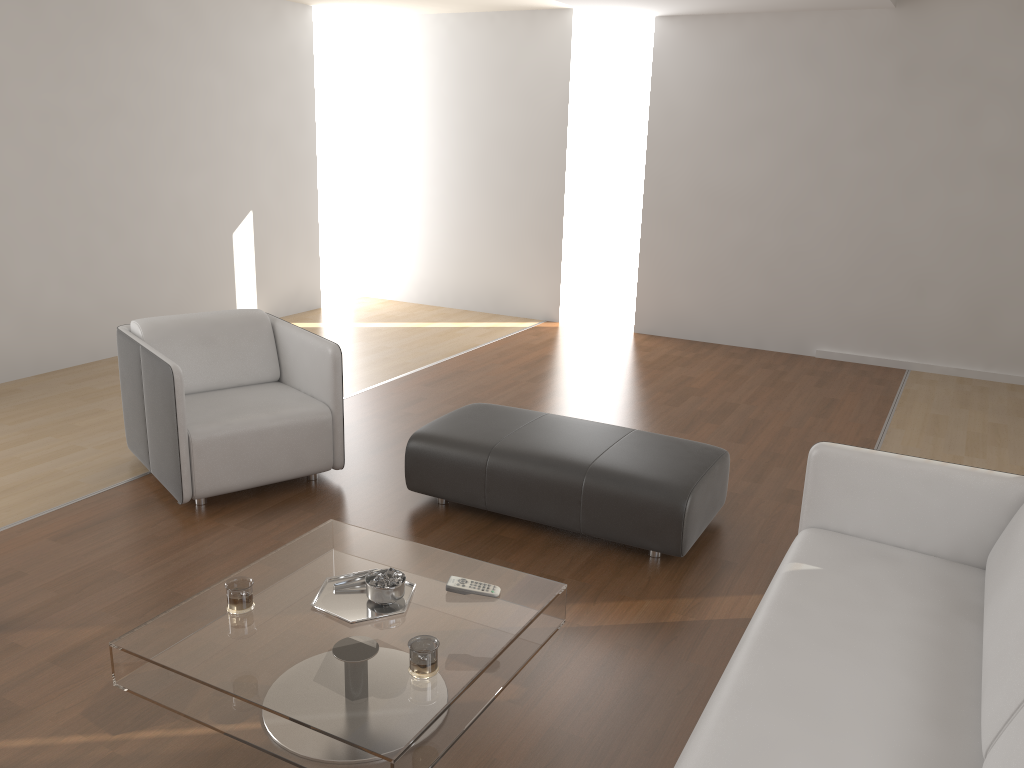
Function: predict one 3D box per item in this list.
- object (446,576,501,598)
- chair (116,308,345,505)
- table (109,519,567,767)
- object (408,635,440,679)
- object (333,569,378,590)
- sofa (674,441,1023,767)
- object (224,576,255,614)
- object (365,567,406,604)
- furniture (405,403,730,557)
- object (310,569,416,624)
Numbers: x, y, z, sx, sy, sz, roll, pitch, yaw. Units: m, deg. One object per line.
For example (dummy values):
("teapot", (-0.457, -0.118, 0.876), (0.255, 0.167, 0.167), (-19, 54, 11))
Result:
("object", (-0.113, 0.599, 2.613), (0.158, 0.029, 0.064), (4, 16, 8))
("chair", (-1.349, 0.046, 4.209), (0.767, 0.661, 0.919), (-10, 20, -36))
("table", (-0.445, 0.782, 2.532), (0.900, 0.300, 0.900), (10, 18, 26))
("object", (-0.221, 0.682, 2.217), (0.079, 0.077, 0.079), (6, 16, 15))
("object", (-0.455, 0.580, 2.623), (0.147, 0.035, 0.051), (-4, 17, -20))
("sofa", (0.867, 0.775, 1.867), (0.919, 0.661, 2.238), (10, 18, 26))
("object", (-0.761, 0.591, 2.481), (0.079, 0.077, 0.079), (6, 16, 15))
("object", (-0.364, 0.580, 2.552), (0.118, 0.079, 0.117), (12, 19, 33))
("furniture", (0.241, 0.363, 3.902), (1.291, 0.301, 0.685), (10, 18, 26))
("object", (-0.427, 0.611, 2.567), (0.315, 0.011, 0.273), (12, 19, 33))
